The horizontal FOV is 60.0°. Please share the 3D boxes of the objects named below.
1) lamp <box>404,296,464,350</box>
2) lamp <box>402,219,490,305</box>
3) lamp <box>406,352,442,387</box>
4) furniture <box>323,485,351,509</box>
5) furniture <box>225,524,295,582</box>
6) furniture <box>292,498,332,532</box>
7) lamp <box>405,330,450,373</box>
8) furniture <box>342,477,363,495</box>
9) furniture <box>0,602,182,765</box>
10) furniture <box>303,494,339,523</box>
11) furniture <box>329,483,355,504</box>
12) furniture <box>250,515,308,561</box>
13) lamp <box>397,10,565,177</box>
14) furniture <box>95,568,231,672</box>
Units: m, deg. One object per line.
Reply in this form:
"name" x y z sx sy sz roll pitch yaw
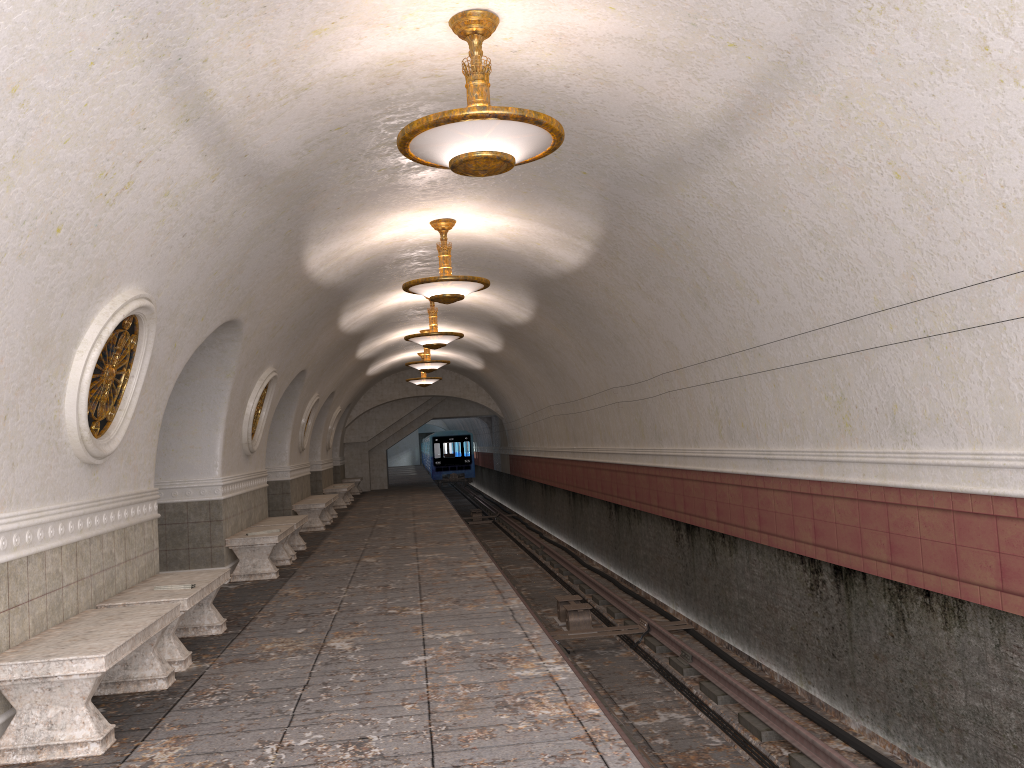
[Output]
"lamp" -1.327 -1.050 14.956 1.008 0.955 1.008 -4 -4 9
"lamp" -0.767 -1.384 10.171 1.008 0.955 1.008 -2 -4 -23
"lamp" -2.449 -0.381 24.525 1.008 0.955 1.008 -6 -5 39
"furniture" -4.519 2.933 23.004 0.613 0.508 1.509 -3 -4 -7
"furniture" -3.128 2.103 11.131 0.613 0.508 1.509 -3 -4 -7
"furniture" -3.827 2.520 17.096 0.613 0.508 1.509 -3 -4 -7
"lamp" -1.888 -0.715 19.740 1.008 0.955 1.008 -4 -4 9
"furniture" -5.251 3.370 29.249 0.613 0.508 1.509 -3 -4 -7
"furniture" -2.431 1.687 5.177 0.613 0.508 1.509 -3 -4 -7
"furniture" -4.022 2.637 18.762 0.613 0.508 1.509 -3 -4 -7
"furniture" -4.715 3.050 24.670 0.613 0.508 1.509 -3 -4 -7
"furniture" -3.323 2.220 12.797 0.613 0.508 1.509 -3 -4 -7
"lamp" -0.202 -1.721 5.353 1.008 0.955 1.008 -2 -4 -23
"furniture" -2.626 1.803 6.843 0.613 0.508 1.509 -3 -4 -7
